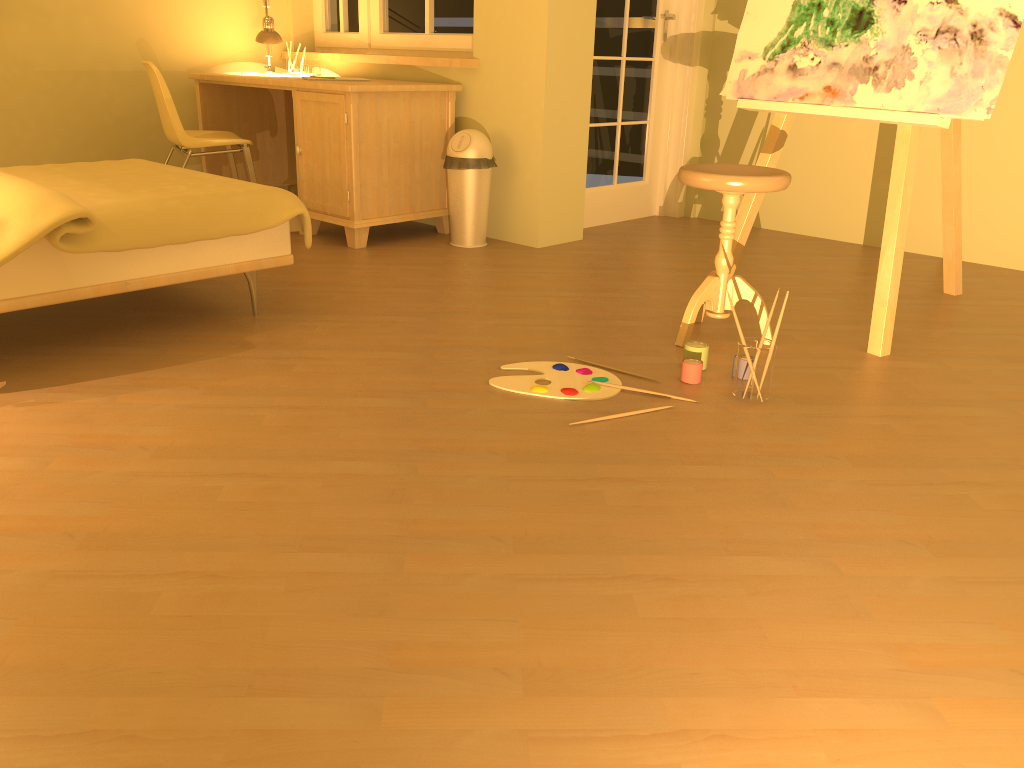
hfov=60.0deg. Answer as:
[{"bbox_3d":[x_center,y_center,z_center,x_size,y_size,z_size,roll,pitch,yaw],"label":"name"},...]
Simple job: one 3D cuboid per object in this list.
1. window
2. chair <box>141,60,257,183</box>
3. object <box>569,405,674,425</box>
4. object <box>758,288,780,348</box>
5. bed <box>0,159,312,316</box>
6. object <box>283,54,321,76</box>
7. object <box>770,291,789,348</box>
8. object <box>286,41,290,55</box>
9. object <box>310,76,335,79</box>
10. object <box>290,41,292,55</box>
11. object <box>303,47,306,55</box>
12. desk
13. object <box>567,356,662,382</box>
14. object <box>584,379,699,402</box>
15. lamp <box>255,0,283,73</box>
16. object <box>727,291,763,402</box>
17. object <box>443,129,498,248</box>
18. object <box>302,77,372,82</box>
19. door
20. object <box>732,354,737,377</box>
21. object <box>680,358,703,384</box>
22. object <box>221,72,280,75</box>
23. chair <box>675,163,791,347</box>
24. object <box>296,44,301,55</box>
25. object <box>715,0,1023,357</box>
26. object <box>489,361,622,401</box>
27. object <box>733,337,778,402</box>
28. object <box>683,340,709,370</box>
[{"bbox_3d":[-0.611,-2.372,4.592,1.486,1.263,0.142,20,27,39],"label":"window"},{"bbox_3d":[-1.565,-1.173,4.373,0.546,0.785,0.531,-9,23,-26],"label":"chair"},{"bbox_3d":[0.288,0.079,2.290,0.325,0.010,0.010,-9,23,-26],"label":"object"},{"bbox_3d":[0.685,-0.112,2.437,0.010,0.286,0.159,17,25,35],"label":"object"},{"bbox_3d":[-1.849,-0.541,2.499,1.286,0.894,2.378,19,27,39],"label":"bed"},{"bbox_3d":[-1.170,-1.770,4.923,0.240,0.105,0.070,15,24,32],"label":"object"},{"bbox_3d":[0.693,-0.101,2.363,0.010,0.319,0.069,-6,22,-20],"label":"object"},{"bbox_3d":[-1.245,-1.832,4.964,0.009,0.162,0.053,8,21,17],"label":"object"},{"bbox_3d":[-0.922,-1.490,4.310,0.166,0.009,0.008,15,24,31],"label":"object"},{"bbox_3d":[-1.246,-1.838,4.979,0.009,0.165,0.034,15,24,32],"label":"object"},{"bbox_3d":[-1.166,-1.807,4.941,0.043,0.138,0.010,8,21,15],"label":"object"},{"bbox_3d":[-0.993,-1.210,4.617,1.396,0.720,0.684,20,27,39],"label":"desk"},{"bbox_3d":[0.299,-0.046,2.625,0.325,0.010,0.010,17,25,35],"label":"object"},{"bbox_3d":[0.355,0.019,2.450,0.325,0.015,0.010,9,22,19],"label":"object"},{"bbox_3d":[-1.335,-1.907,4.774,0.140,0.455,0.484,-6,22,-21],"label":"lamp"},{"bbox_3d":[0.636,-0.107,2.427,0.010,0.278,0.172,-12,25,-33],"label":"object"},{"bbox_3d":[-0.201,-0.929,4.196,0.255,0.535,0.248,-3,21,-12],"label":"object"},{"bbox_3d":[-0.860,-1.494,4.347,0.300,0.010,0.210,-6,22,-21],"label":"object"},{"bbox_3d":[0.594,-1.830,4.587,0.098,2.033,0.884,20,27,39],"label":"door"},{"bbox_3d":[0.679,-0.051,2.600,0.060,0.060,0.060,12,23,25],"label":"object"},{"bbox_3d":[0.516,-0.037,2.550,0.060,0.060,0.060,11,22,22],"label":"object"},{"bbox_3d":[-1.403,-1.667,4.763,0.300,0.009,0.040,-4,21,-17],"label":"object"},{"bbox_3d":[0.684,-0.416,2.878,0.364,0.551,0.348,-13,25,-34],"label":"chair"},{"bbox_3d":[-1.213,-1.827,4.969,0.073,0.155,0.008,4,21,6],"label":"object"},{"bbox_3d":[1.220,-1.126,3.074,0.972,1.896,1.132,11,22,23],"label":"object"},{"bbox_3d":[0.133,-0.018,2.531,0.366,0.014,0.288,7,21,13],"label":"object"},{"bbox_3d":[0.663,-0.039,2.428,0.106,0.157,0.106,7,21,13],"label":"object"},{"bbox_3d":[0.551,-0.085,2.660,0.073,0.073,0.073,-16,27,-40],"label":"object"}]
